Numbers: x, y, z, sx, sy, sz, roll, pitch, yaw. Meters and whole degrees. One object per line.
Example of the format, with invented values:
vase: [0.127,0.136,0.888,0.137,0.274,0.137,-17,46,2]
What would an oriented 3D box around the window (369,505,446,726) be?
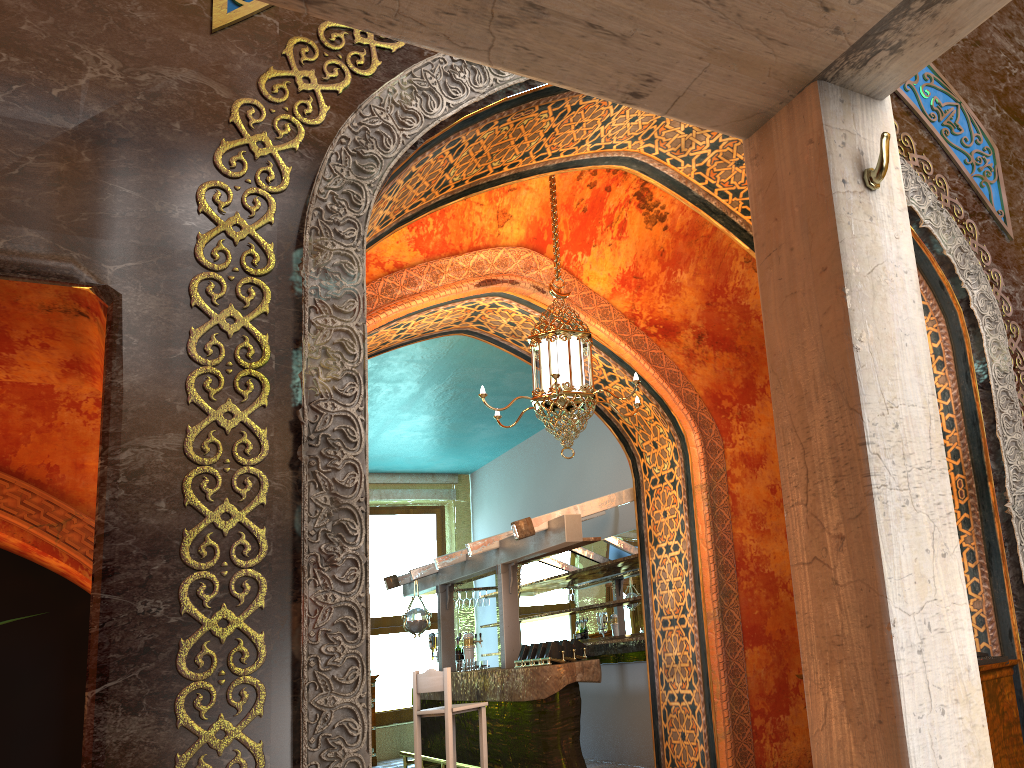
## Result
window: [-1.784,3.646,13.663,1.704,3.360,0.080,4,-14,-31]

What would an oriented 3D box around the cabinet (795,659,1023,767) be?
cabinet: [2.475,2.299,5.285,0.547,1.033,1.370,2,-17,-25]

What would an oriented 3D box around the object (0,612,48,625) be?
object: [-0.733,0.401,0.607,0.697,0.703,0.237,-1,-13,-17]

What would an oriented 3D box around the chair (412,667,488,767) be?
chair: [-0.582,3.399,8.188,0.457,1.313,0.553,-13,-16,36]

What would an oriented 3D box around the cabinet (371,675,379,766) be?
cabinet: [-2.571,4.972,12.374,1.238,1.281,0.561,3,-15,-30]

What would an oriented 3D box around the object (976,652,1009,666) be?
object: [2.683,1.611,4.977,0.427,0.085,0.311,-2,-17,-14]

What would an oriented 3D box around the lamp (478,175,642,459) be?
lamp: [0.351,-0.593,6.368,1.430,2.324,1.025,3,-15,-28]
